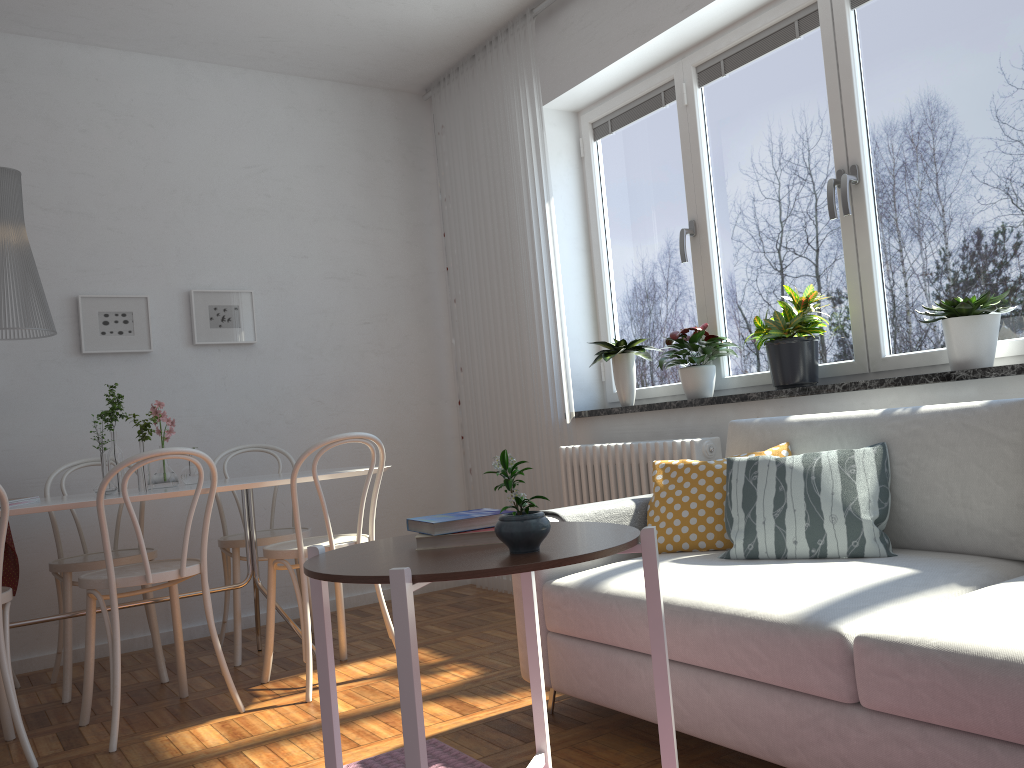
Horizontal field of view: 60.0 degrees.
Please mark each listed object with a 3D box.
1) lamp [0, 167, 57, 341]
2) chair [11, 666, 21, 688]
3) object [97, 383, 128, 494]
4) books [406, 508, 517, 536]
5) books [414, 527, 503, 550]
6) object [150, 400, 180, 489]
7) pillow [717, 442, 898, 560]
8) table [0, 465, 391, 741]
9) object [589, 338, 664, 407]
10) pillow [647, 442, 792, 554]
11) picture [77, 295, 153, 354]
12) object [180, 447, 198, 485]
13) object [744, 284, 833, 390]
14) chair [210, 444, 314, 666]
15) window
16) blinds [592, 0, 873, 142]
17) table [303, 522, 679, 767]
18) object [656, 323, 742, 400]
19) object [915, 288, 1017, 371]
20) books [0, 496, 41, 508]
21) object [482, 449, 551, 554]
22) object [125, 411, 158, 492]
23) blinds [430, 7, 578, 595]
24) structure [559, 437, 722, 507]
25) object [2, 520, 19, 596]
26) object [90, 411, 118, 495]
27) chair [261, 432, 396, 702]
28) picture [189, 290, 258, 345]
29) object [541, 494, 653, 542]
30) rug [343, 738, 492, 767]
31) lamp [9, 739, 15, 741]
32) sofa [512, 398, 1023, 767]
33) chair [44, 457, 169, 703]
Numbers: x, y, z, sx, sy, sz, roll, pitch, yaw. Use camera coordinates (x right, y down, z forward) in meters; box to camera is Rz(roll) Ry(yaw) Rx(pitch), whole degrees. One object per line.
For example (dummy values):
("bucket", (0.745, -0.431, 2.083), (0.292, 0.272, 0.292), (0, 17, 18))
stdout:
("lamp", (-1.843, -0.918, 3.167), (0.293, 1.495, 0.293), (-6, -2, 12))
("chair", (-2.218, 0.796, 3.454), (0.447, 0.917, 0.520), (-4, -2, -23))
("object", (-1.503, 0.204, 3.365), (0.110, 0.419, 0.107), (-3, -3, -45))
("books", (-0.098, 0.266, 1.720), (0.174, 0.024, 0.136), (-4, -3, -28))
("books", (-0.073, 0.288, 1.713), (0.209, 0.026, 0.162), (-5, -3, 2))
("object", (-1.382, 0.235, 3.502), (0.111, 0.348, 0.108), (-6, -2, 26))
("pillow", (0.819, 0.328, 2.479), (0.470, 0.288, 0.309), (-7, -3, 28))
("table", (-1.524, 0.798, 3.259), (2.288, 0.769, 0.932), (-3, -3, -33))
("object", (0.518, -0.057, 4.020), (0.354, 0.315, 0.292), (-3, -3, -42))
("pillow", (0.649, 0.359, 2.767), (0.465, 0.317, 0.313), (-6, -3, 24))
("picture", (-1.889, -0.285, 4.228), (0.311, 0.273, 0.047), (-4, -2, -33))
("object", (-1.318, 0.336, 3.644), (0.087, 0.151, 0.112), (-5, -2, -11))
("object", (1.017, -0.173, 3.300), (0.299, 0.384, 0.334), (-4, -2, -18))
("chair", (-1.102, 0.722, 3.996), (0.447, 0.917, 0.520), (-4, -2, -28))
("window", (1.210, -0.761, 3.200), (0.151, 1.509, 3.024), (-4, -3, -33))
("blinds", (1.184, -1.381, 3.240), (0.015, 0.098, 2.848), (-4, -3, -33))
("table", (-0.042, 0.626, 1.636), (0.617, 0.687, 0.618), (-4, -3, -35))
("object", (0.781, -0.092, 3.717), (0.380, 0.308, 0.371), (-7, -3, 31))
("object", (1.408, -0.162, 2.746), (0.267, 0.237, 0.283), (-7, -3, 38))
("books", (-1.762, 0.409, 3.018), (0.204, 0.022, 0.278), (-5, -3, -7))
("object", (0.009, 0.196, 1.500), (0.109, 0.174, 0.096), (-7, -3, 35))
("object", (-1.346, 0.248, 3.269), (0.098, 0.293, 0.146), (-5, -2, 0))
("blinds", (-0.044, -0.333, 4.637), (0.055, 2.885, 1.039), (-4, -2, -33))
("structure", (0.564, 0.552, 3.733), (0.224, 0.623, 0.973), (-4, -3, -34))
("object", (-2.303, 0.637, 3.641), (0.491, 0.579, 0.201), (-4, -2, -19))
("object", (-1.512, 0.256, 3.276), (0.084, 0.308, 0.084), (-6, -2, 12))
("chair", (0.442, 0.284, 2.300), (3.698, 1.341, 0.447), (-8, -3, 42))
("picture", (-1.465, -0.339, 4.510), (0.311, 0.273, 0.047), (-4, -2, -33))
("object", (0.367, 0.642, 2.901), (0.608, 0.533, 0.288), (-4, -3, -33))
("rug", (-0.541, 0.976, 0.901), (2.364, 0.008, 2.460), (-3, -3, -33))
("lamp", (0.078, 0.298, 1.908), (4.595, 1.345, 0.332), (-7, -2, 26))
("sofa", (1.062, 0.467, 2.000), (1.003, 0.842, 2.465), (-4, -3, -33))
("chair", (-1.672, 0.757, 3.668), (0.447, 0.917, 0.520), (-4, -3, -33))
